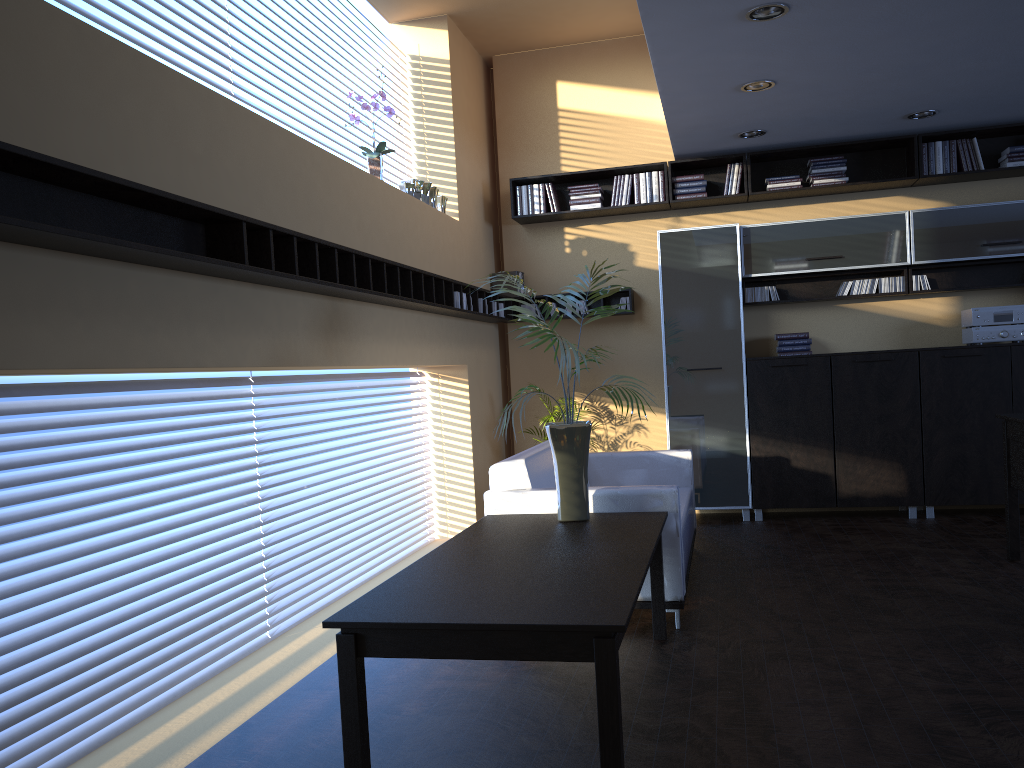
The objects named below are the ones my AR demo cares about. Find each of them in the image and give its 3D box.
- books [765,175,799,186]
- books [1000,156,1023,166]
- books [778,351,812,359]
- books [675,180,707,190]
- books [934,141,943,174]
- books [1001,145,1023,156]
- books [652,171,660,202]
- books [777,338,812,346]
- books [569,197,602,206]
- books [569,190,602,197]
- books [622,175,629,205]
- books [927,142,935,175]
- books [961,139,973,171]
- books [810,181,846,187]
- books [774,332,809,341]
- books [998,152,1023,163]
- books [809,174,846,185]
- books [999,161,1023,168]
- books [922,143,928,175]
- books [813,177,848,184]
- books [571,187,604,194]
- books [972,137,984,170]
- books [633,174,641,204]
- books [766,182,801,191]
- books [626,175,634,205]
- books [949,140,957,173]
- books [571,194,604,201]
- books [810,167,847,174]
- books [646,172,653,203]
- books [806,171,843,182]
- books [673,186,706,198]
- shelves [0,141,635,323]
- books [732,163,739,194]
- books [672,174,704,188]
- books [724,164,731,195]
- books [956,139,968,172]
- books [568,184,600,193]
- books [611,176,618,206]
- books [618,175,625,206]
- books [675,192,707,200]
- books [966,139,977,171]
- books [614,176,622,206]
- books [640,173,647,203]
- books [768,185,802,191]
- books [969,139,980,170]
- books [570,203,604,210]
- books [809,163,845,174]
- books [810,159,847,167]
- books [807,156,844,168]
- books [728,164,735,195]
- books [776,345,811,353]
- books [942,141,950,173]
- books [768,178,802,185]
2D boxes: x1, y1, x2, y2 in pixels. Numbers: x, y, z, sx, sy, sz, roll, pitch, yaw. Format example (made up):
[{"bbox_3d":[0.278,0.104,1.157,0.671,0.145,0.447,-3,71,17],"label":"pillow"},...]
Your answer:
[{"bbox_3d":[2.203,-1.662,7.242,0.258,0.028,0.207,-3,1,13],"label":"books"},{"bbox_3d":[3.931,-1.720,6.826,0.258,0.031,0.207,-3,1,14],"label":"books"},{"bbox_3d":[2.322,-0.238,7.283,0.258,0.050,0.207,-3,1,14],"label":"books"},{"bbox_3d":[1.497,-1.650,7.411,0.258,0.050,0.207,-3,1,13],"label":"books"},{"bbox_3d":[3.334,-1.751,6.966,0.050,0.258,0.207,-3,2,14],"label":"books"},{"bbox_3d":[3.934,-1.792,6.814,0.258,0.050,0.207,-3,1,13],"label":"books"},{"bbox_3d":[1.217,-1.638,7.466,0.050,0.258,0.207,-3,2,13],"label":"books"},{"bbox_3d":[2.322,-0.341,7.292,0.258,0.050,0.207,-3,1,14],"label":"books"},{"bbox_3d":[0.636,-1.553,7.618,0.258,0.050,0.207,-3,1,13],"label":"books"},{"bbox_3d":[0.633,-1.622,7.606,0.258,0.028,0.207,-3,1,14],"label":"books"},{"bbox_3d":[0.972,-1.625,7.527,0.075,0.260,0.207,-3,2,13],"label":"books"},{"bbox_3d":[3.284,-1.748,6.983,0.050,0.258,0.207,-3,2,14],"label":"books"},{"bbox_3d":[3.529,-1.761,6.921,0.075,0.260,0.207,-3,2,14],"label":"books"},{"bbox_3d":[2.545,-1.595,7.156,0.258,0.028,0.207,-3,1,13],"label":"books"},{"bbox_3d":[2.296,-0.391,7.285,0.258,0.050,0.207,-3,1,13],"label":"books"},{"bbox_3d":[3.918,-1.751,6.828,0.258,0.031,0.207,-3,1,13],"label":"books"},{"bbox_3d":[2.546,-1.652,7.162,0.258,0.028,0.207,-3,1,13],"label":"books"},{"bbox_3d":[3.925,-1.677,6.838,0.258,0.050,0.207,-3,1,13],"label":"books"},{"bbox_3d":[3.234,-1.745,6.995,0.050,0.258,0.207,-3,2,14],"label":"books"},{"bbox_3d":[2.567,-1.625,7.160,0.258,0.028,0.207,-3,1,14],"label":"books"},{"bbox_3d":[0.647,-1.651,7.617,0.258,0.028,0.207,-3,1,13],"label":"books"},{"bbox_3d":[3.600,-1.765,6.889,0.072,0.258,0.207,-3,2,13],"label":"books"},{"bbox_3d":[1.067,-1.630,7.510,0.050,0.258,0.207,-3,2,14],"label":"books"},{"bbox_3d":[2.212,-1.605,7.230,0.258,0.028,0.207,-3,1,14],"label":"books"},{"bbox_3d":[1.007,-1.627,7.534,0.075,0.260,0.207,-3,2,13],"label":"books"},{"bbox_3d":[3.436,-1.756,6.945,0.050,0.258,0.207,-3,2,14],"label":"books"},{"bbox_3d":[0.649,-1.595,7.624,0.258,0.028,0.207,-3,1,13],"label":"books"},{"bbox_3d":[2.552,-1.710,7.162,0.258,0.028,0.207,-3,1,13],"label":"books"},{"bbox_3d":[1.166,-1.635,7.478,0.050,0.258,0.207,-3,2,14],"label":"books"},{"bbox_3d":[2.526,-1.680,7.179,0.258,0.028,0.207,-3,1,13],"label":"books"},{"bbox_3d":[1.486,-1.599,7.406,0.258,0.050,0.207,-3,1,13],"label":"books"},{"bbox_3d":[-0.305,-0.603,4.689,1.249,0.213,6.616,-3,1,13],"label":"shelves"},{"bbox_3d":[1.842,-1.671,7.317,0.075,0.260,0.207,-3,2,13],"label":"books"},{"bbox_3d":[1.472,-1.700,7.410,0.258,0.050,0.207,-3,1,13],"label":"books"},{"bbox_3d":[1.783,-1.668,7.341,0.075,0.260,0.207,-3,2,13],"label":"books"},{"bbox_3d":[3.498,-1.759,6.929,0.075,0.260,0.207,-3,2,14],"label":"books"},{"bbox_3d":[0.624,-1.679,7.619,0.258,0.028,0.207,-3,1,13],"label":"books"},{"bbox_3d":[0.881,-1.620,7.555,0.075,0.260,0.207,-3,2,13],"label":"books"},{"bbox_3d":[0.941,-1.623,7.533,0.075,0.260,0.207,-3,2,14],"label":"books"},{"bbox_3d":[1.500,-1.548,7.410,0.258,0.050,0.207,-3,1,13],"label":"books"},{"bbox_3d":[3.559,-1.761,6.909,0.072,0.258,0.207,-3,2,14],"label":"books"},{"bbox_3d":[0.910,-1.621,7.542,0.075,0.260,0.207,-3,2,13],"label":"books"},{"bbox_3d":[1.118,-1.633,7.498,0.050,0.258,0.207,-3,2,13],"label":"books"},{"bbox_3d":[2.223,-1.577,7.226,0.258,0.028,0.207,-3,1,14],"label":"books"},{"bbox_3d":[3.584,-1.764,6.919,0.072,0.258,0.207,-3,2,14],"label":"books"},{"bbox_3d":[0.648,-1.502,7.612,0.258,0.050,0.207,-3,1,14],"label":"books"},{"bbox_3d":[2.537,-1.738,7.153,0.258,0.028,0.207,-3,1,13],"label":"books"},{"bbox_3d":[2.547,-1.767,7.146,0.258,0.028,0.207,-3,1,13],"label":"books"},{"bbox_3d":[2.525,-1.794,7.153,0.258,0.028,0.207,-3,1,14],"label":"books"},{"bbox_3d":[1.815,-1.670,7.338,0.075,0.260,0.207,-3,2,13],"label":"books"},{"bbox_3d":[2.310,-0.289,7.288,0.258,0.050,0.207,-3,1,14],"label":"books"},{"bbox_3d":[3.386,-1.753,6.960,0.050,0.258,0.207,-3,2,13],"label":"books"},{"bbox_3d":[2.224,-1.634,7.232,0.258,0.028,0.207,-3,1,13],"label":"books"}]
